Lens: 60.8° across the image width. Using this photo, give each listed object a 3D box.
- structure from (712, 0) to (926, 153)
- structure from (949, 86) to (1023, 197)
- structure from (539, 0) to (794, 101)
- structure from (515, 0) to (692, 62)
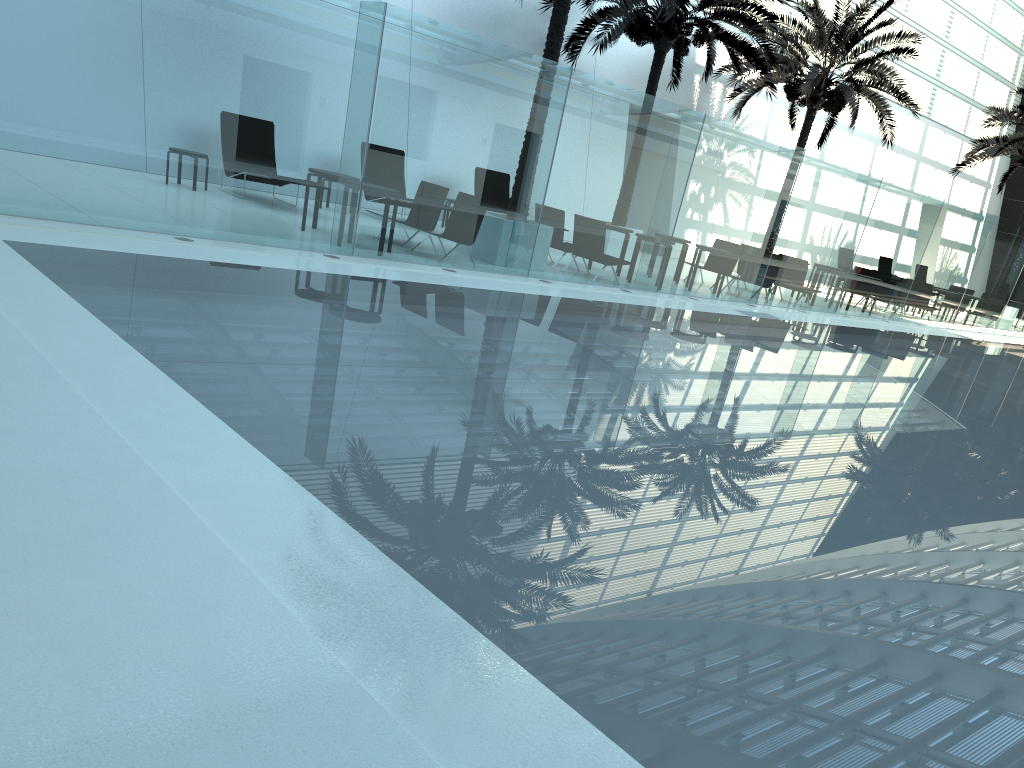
[{"bbox_3d":[7.203,-6.144,21.842,4.667,7.267,4.019,9,20,-10],"label":"structure"},{"bbox_3d":[14.921,-5.092,24.558,4.625,7.398,4.382,28,25,37],"label":"structure"},{"bbox_3d":[2.811,-6.095,17.761,4.536,7.202,4.141,21,22,23],"label":"structure"},{"bbox_3d":[0.520,-5.231,11.919,4.475,7.398,4.525,3,22,-24],"label":"structure"}]
